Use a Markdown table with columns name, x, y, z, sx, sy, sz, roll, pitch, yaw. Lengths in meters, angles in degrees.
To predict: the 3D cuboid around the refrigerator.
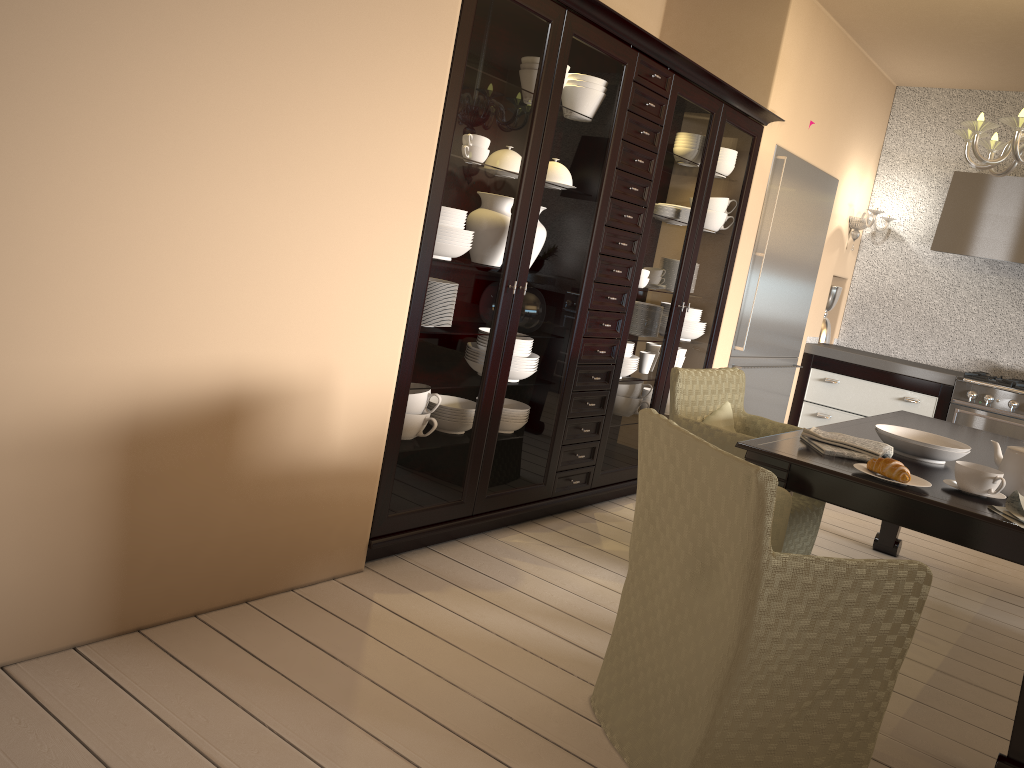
| name | x | y | z | sx | sy | sz | roll | pitch | yaw |
| --- | --- | --- | --- | --- | --- | --- | --- | --- | --- |
| refrigerator | 1.284 | -0.478 | 5.299 | 0.745 | 1.726 | 1.103 | 16 | 9 | 35 |

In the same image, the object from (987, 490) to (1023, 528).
| name | x | y | z | sx | sy | sz | roll | pitch | yaw |
| --- | --- | --- | --- | --- | --- | --- | --- | --- | --- |
| object | 1.286 | 0.309 | 2.122 | 0.204 | 0.063 | 0.198 | 10 | 9 | -2 |

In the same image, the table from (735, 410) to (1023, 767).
| name | x | y | z | sx | sy | sz | roll | pitch | yaw |
| --- | --- | --- | --- | --- | --- | --- | --- | --- | --- |
| table | 1.511 | 0.568 | 3.051 | 0.923 | 0.650 | 1.991 | 16 | 11 | 35 |

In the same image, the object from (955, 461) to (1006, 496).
| name | x | y | z | sx | sy | sz | roll | pitch | yaw |
| --- | --- | --- | --- | --- | --- | --- | --- | --- | --- |
| object | 1.243 | 0.257 | 2.364 | 0.125 | 0.069 | 0.116 | 15 | 10 | 28 |

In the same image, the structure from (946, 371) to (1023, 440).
| name | x | y | z | sx | sy | sz | roll | pitch | yaw |
| --- | --- | --- | --- | --- | --- | --- | --- | --- | --- |
| structure | 3.028 | 0.421 | 5.116 | 0.933 | 0.801 | 0.705 | 16 | 10 | 35 |

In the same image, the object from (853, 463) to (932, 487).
| name | x | y | z | sx | sy | sz | roll | pitch | yaw |
| --- | --- | --- | --- | --- | --- | --- | --- | --- | --- |
| object | 1.001 | 0.246 | 2.338 | 0.194 | 0.014 | 0.195 | 12 | 9 | 11 |

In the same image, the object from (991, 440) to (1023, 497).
| name | x | y | z | sx | sy | sz | roll | pitch | yaw |
| --- | --- | --- | --- | --- | --- | --- | --- | --- | --- |
| object | 1.393 | 0.232 | 2.433 | 0.199 | 0.155 | 0.118 | 18 | 11 | 41 |

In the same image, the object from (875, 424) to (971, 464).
| name | x | y | z | sx | sy | sz | roll | pitch | yaw |
| --- | --- | --- | --- | --- | --- | --- | --- | --- | --- |
| object | 1.295 | 0.198 | 2.812 | 0.283 | 0.065 | 0.282 | 16 | 10 | 29 |

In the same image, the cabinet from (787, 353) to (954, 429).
| name | x | y | z | sx | sy | sz | roll | pitch | yaw |
| --- | --- | --- | --- | --- | --- | --- | --- | --- | --- |
| cabinet | 2.318 | 0.253 | 5.681 | 0.900 | 0.721 | 0.637 | 16 | 10 | 35 |

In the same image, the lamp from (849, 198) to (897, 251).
| name | x | y | z | sx | sy | sz | roll | pitch | yaw |
| --- | --- | --- | --- | --- | --- | --- | --- | --- | --- |
| lamp | 2.323 | -1.030 | 5.801 | 0.270 | 0.339 | 0.479 | 16 | 10 | 33 |

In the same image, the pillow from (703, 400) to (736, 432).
| name | x | y | z | sx | sy | sz | roll | pitch | yaw |
| --- | --- | --- | --- | --- | --- | --- | --- | --- | --- |
| pillow | 0.815 | 0.227 | 3.373 | 0.193 | 0.293 | 0.440 | 16 | 10 | 34 |

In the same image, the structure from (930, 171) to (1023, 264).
| name | x | y | z | sx | sy | sz | roll | pitch | yaw |
| --- | --- | --- | --- | --- | --- | --- | --- | --- | --- |
| structure | 3.397 | -0.874 | 5.108 | 1.670 | 0.508 | 0.480 | 17 | 10 | 35 |

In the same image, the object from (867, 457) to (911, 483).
| name | x | y | z | sx | sy | sz | roll | pitch | yaw |
| --- | --- | --- | --- | --- | --- | --- | --- | --- | --- |
| object | 0.995 | 0.222 | 2.329 | 0.062 | 0.051 | 0.139 | 5 | 11 | -35 |

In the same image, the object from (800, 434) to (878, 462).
| name | x | y | z | sx | sy | sz | roll | pitch | yaw |
| --- | --- | --- | --- | --- | --- | --- | --- | --- | --- |
| object | 0.974 | 0.192 | 2.641 | 0.164 | 0.026 | 0.233 | 11 | 9 | 0 |

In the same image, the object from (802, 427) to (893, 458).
| name | x | y | z | sx | sy | sz | roll | pitch | yaw |
| --- | --- | --- | --- | --- | --- | --- | --- | --- | --- |
| object | 1.006 | 0.180 | 2.659 | 0.234 | 0.051 | 0.164 | 17 | 11 | 35 |

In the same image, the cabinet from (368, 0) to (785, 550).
| name | x | y | z | sx | sy | sz | roll | pitch | yaw |
| --- | --- | --- | --- | --- | --- | --- | --- | --- | --- |
| cabinet | 0.118 | -0.500 | 3.786 | 0.892 | 1.832 | 2.489 | 16 | 10 | 35 |

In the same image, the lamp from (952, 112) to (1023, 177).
| name | x | y | z | sx | sy | sz | roll | pitch | yaw |
| --- | --- | --- | --- | --- | --- | --- | --- | --- | --- |
| lamp | 1.983 | -1.099 | 3.113 | 0.700 | 1.122 | 0.679 | 5 | 9 | -36 |

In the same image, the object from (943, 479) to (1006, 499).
| name | x | y | z | sx | sy | sz | roll | pitch | yaw |
| --- | --- | --- | --- | --- | --- | --- | --- | --- | --- |
| object | 1.234 | 0.286 | 2.369 | 0.154 | 0.012 | 0.154 | 10 | 9 | -4 |

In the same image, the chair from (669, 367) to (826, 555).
| name | x | y | z | sx | sy | sz | roll | pitch | yaw |
| --- | --- | --- | --- | --- | --- | --- | --- | --- | --- |
| chair | 0.861 | 0.379 | 3.311 | 0.564 | 0.797 | 0.563 | 17 | 10 | 41 |

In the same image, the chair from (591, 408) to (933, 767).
| name | x | y | z | sx | sy | sz | roll | pitch | yaw |
| --- | --- | --- | --- | --- | --- | --- | --- | --- | --- |
| chair | 0.559 | 0.524 | 2.069 | 0.560 | 0.797 | 0.567 | 8 | 8 | -18 |

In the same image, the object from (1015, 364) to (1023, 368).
| name | x | y | z | sx | sy | sz | roll | pitch | yaw |
| --- | --- | --- | --- | --- | --- | --- | --- | --- | --- |
| object | 3.191 | -0.034 | 5.278 | 0.198 | 0.090 | 0.373 | 9 | 9 | -13 |

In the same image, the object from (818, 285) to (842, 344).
| name | x | y | z | sx | sy | sz | roll | pitch | yaw |
| --- | --- | --- | --- | --- | --- | --- | --- | --- | --- |
| object | 2.116 | -0.476 | 6.009 | 0.155 | 0.392 | 0.155 | 14 | 8 | 24 |

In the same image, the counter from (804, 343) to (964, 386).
| name | x | y | z | sx | sy | sz | roll | pitch | yaw |
| --- | --- | --- | --- | --- | --- | --- | --- | --- | --- |
| counter | 2.399 | -0.131 | 5.645 | 0.900 | 0.062 | 0.600 | 17 | 11 | 35 |
